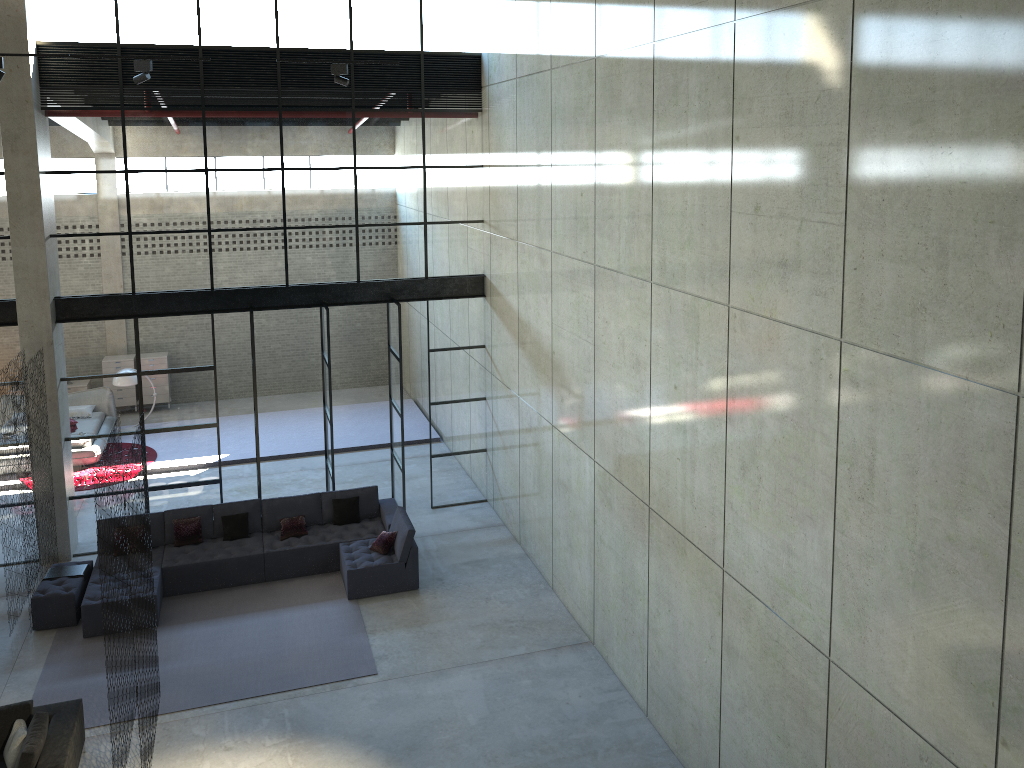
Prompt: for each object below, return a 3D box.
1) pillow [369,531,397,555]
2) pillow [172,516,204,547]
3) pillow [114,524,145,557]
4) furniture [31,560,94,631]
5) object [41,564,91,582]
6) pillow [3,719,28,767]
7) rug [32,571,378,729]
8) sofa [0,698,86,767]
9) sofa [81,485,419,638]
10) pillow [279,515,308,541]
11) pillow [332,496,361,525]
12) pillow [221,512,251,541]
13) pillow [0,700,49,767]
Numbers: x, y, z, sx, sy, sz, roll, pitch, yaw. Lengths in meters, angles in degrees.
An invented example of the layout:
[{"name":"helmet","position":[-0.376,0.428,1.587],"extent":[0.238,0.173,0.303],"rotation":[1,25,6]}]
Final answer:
[{"name":"pillow","position":[-1.742,2.134,12.028],"extent":[0.342,0.283,0.349],"rotation":[-11,16,-42]},{"name":"pillow","position":[-4.523,2.059,12.245],"extent":[0.407,0.370,0.196],"rotation":[-4,9,-17]},{"name":"pillow","position":[-5.231,2.139,12.014],"extent":[0.414,0.338,0.240],"rotation":[-4,10,-16]},{"name":"furniture","position":[-5.774,2.700,11.314],"extent":[0.509,0.445,0.983],"rotation":[-3,14,-12]},{"name":"object","position":[-5.806,2.485,11.429],"extent":[0.518,0.097,0.308],"rotation":[-4,15,-12]},{"name":"pillow","position":[-4.471,3.260,7.925],"extent":[0.210,0.310,0.346],"rotation":[-8,14,-38]},{"name":"rug","position":[-3.642,3.102,10.595],"extent":[3.636,0.019,2.710],"rotation":[-5,16,-17]},{"name":"sofa","position":[-5.041,3.564,7.822],"extent":[2.110,0.551,1.106],"rotation":[-5,14,-17]},{"name":"sofa","position":[-3.492,2.295,11.968],"extent":[4.159,0.853,1.867],"rotation":[-5,14,-17]},{"name":"pillow","position":[-3.134,2.057,12.584],"extent":[0.384,0.227,0.333],"rotation":[-5,13,-17]},{"name":"pillow","position":[-2.436,1.873,12.905],"extent":[0.402,0.375,0.201],"rotation":[-4,9,-17]},{"name":"pillow","position":[-3.911,2.034,12.437],"extent":[0.384,0.329,0.223],"rotation":[-5,10,-20]},{"name":"pillow","position":[-4.824,3.239,7.967],"extent":[1.582,0.411,0.761],"rotation":[2,13,11]}]
